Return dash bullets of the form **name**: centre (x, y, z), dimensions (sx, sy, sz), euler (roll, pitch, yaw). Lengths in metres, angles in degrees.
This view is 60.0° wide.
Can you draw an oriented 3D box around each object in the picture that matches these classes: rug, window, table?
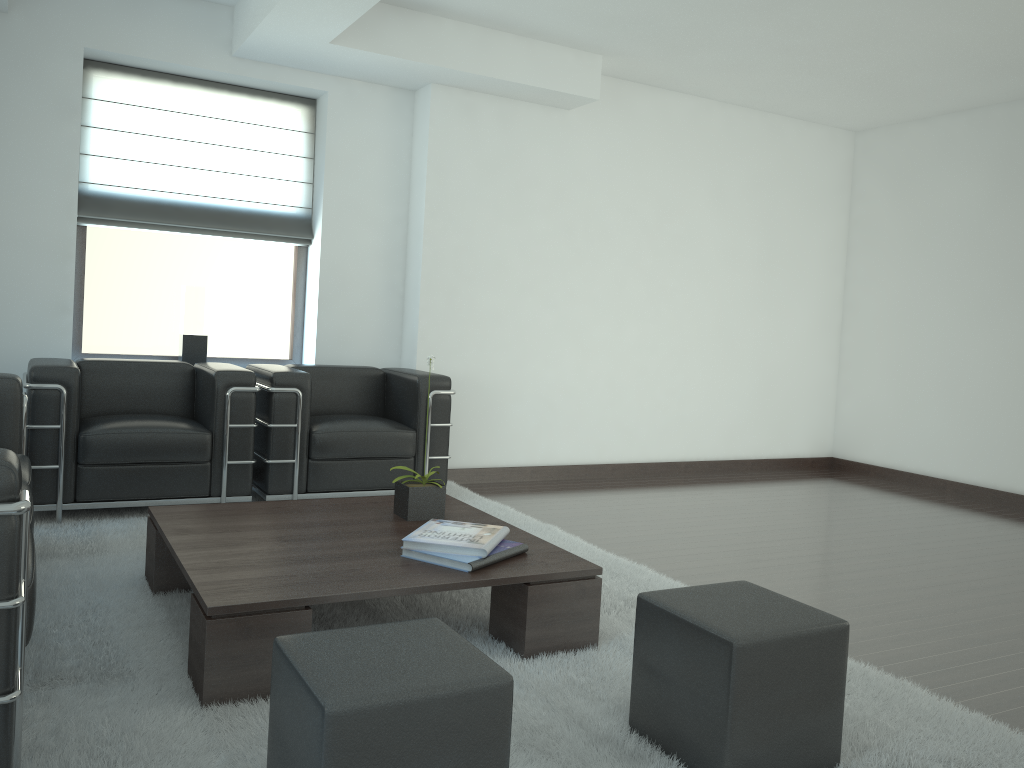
- **rug**: centre (-1.410, 1.195, 4.976), dimensions (5.166, 0.110, 6.264), euler (1, 4, -29)
- **window**: centre (-3.030, -1.525, 8.537), dimensions (2.131, 2.729, 0.146), euler (2, 3, -29)
- **table**: centre (-0.859, 1.045, 4.863), dimensions (1.920, 0.440, 1.940), euler (1, 4, -29)

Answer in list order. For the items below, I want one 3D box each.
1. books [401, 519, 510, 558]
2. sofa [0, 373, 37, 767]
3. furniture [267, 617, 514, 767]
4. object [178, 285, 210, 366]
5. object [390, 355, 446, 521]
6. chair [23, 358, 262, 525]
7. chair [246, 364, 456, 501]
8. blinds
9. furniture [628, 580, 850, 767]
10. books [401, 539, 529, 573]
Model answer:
- **books**: centre (-0.284, 0.804, 4.647), dimensions (0.446, 0.045, 0.519), euler (4, 4, 12)
- **sofa**: centre (-2.739, 0.639, 3.895), dimensions (1.123, 1.168, 3.483), euler (2, 4, -29)
- **furniture**: centre (-0.401, 1.130, 2.778), dimensions (0.602, 0.578, 0.589), euler (2, 3, -29)
- **object**: centre (-2.972, -0.524, 8.281), dimensions (0.243, 0.775, 0.239), euler (2, 3, -29)
- **object**: centre (-0.546, 0.311, 5.361), dimensions (0.335, 0.991, 0.253), euler (2, 3, -29)
- **chair**: centre (-2.943, 0.415, 7.003), dimensions (1.645, 1.169, 1.125), euler (1, 3, -29)
- **chair**: centre (-1.466, 0.446, 7.812), dimensions (1.645, 1.169, 1.125), euler (1, 3, -29)
- **blinds**: centre (-2.910, -2.136, 8.369), dimensions (2.122, 1.475, 0.222), euler (1, 3, -29)
- **furniture**: centre (0.878, 1.156, 3.486), dimensions (0.602, 0.578, 0.589), euler (2, 3, -29)
- **books**: centre (-0.238, 0.857, 4.572), dimensions (0.446, 0.045, 0.518), euler (6, 5, 32)
